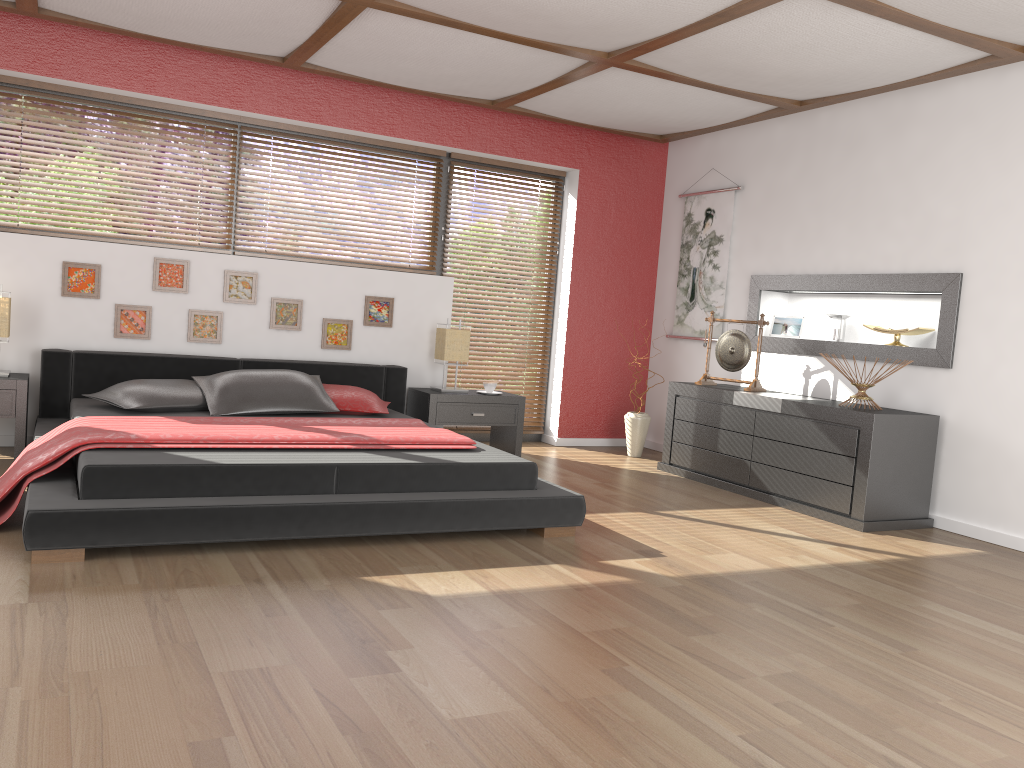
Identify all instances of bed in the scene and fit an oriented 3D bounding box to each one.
[{"bbox_3d":[-1.301,0.231,4.411,2.469,0.577,2.413,2,5,-28],"label":"bed"}]

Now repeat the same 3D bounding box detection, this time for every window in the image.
[{"bbox_3d":[-0.125,-0.665,6.731,0.889,1.893,0.020,2,5,-28],"label":"window"},{"bbox_3d":[-1.808,-1.275,5.789,2.817,0.786,0.020,2,5,-28],"label":"window"}]

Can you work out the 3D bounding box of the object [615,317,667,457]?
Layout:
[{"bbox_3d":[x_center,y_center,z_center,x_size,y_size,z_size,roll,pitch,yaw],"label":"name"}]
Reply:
[{"bbox_3d":[0.897,0.020,6.523,0.364,1.035,0.422,8,5,37],"label":"object"}]

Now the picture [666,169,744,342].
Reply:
[{"bbox_3d":[1.419,-0.956,6.565,0.028,1.270,0.701,2,5,-28],"label":"picture"}]

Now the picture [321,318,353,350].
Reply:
[{"bbox_3d":[-1.151,-0.327,5.836,0.200,0.200,0.010,2,5,-28],"label":"picture"}]

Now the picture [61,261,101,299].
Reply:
[{"bbox_3d":[-2.483,-0.598,5.115,0.200,0.200,0.010,2,5,-28],"label":"picture"}]

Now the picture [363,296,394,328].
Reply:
[{"bbox_3d":[-0.893,-0.485,5.952,0.200,0.200,0.010,2,5,-28],"label":"picture"}]

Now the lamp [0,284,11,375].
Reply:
[{"bbox_3d":[-2.797,-0.298,4.754,0.200,0.480,0.200,2,5,-28],"label":"lamp"}]

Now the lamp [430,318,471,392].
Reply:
[{"bbox_3d":[-0.408,-0.201,6.003,0.200,0.480,0.200,2,5,-28],"label":"lamp"}]

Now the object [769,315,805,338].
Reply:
[{"bbox_3d":[1.850,-0.387,5.969,0.226,0.146,0.041,8,6,42],"label":"object"}]

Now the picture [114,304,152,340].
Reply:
[{"bbox_3d":[-2.249,-0.368,5.262,0.200,0.200,0.010,2,5,-28],"label":"picture"}]

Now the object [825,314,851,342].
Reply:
[{"bbox_3d":[2.065,-0.353,5.627,0.159,0.171,0.159,6,4,21],"label":"object"}]

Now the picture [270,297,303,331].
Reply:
[{"bbox_3d":[-1.442,-0.446,5.672,0.200,0.200,0.010,2,5,-28],"label":"picture"}]

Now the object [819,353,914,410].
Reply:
[{"bbox_3d":[1.926,-0.010,4.866,0.481,0.282,0.481,7,5,28],"label":"object"}]

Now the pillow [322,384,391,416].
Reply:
[{"bbox_3d":[-1.097,0.092,5.315,0.745,0.172,0.418,4,4,-9],"label":"pillow"}]

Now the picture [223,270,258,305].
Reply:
[{"bbox_3d":[-1.691,-0.602,5.525,0.200,0.200,0.010,2,5,-28],"label":"picture"}]

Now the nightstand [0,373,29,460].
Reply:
[{"bbox_3d":[-2.956,0.159,4.677,0.700,0.423,0.413,2,5,-28],"label":"nightstand"}]

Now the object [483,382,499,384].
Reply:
[{"bbox_3d":[-0.145,-0.008,6.035,0.007,0.007,0.192,7,5,32],"label":"object"}]

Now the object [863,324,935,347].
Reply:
[{"bbox_3d":[2.263,-0.279,5.208,0.181,0.116,0.350,1,5,-38],"label":"object"}]

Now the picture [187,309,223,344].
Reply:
[{"bbox_3d":[-1.885,-0.352,5.453,0.200,0.200,0.010,2,5,-28],"label":"picture"}]

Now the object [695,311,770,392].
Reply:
[{"bbox_3d":[1.443,-0.221,5.779,0.173,0.498,0.490,1,6,-43],"label":"object"}]

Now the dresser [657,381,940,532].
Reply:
[{"bbox_3d":[1.650,0.376,5.388,0.540,0.608,1.740,2,5,-28],"label":"dresser"}]

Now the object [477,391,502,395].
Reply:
[{"bbox_3d":[-0.154,0.061,6.056,0.179,0.012,0.179,4,4,-3],"label":"object"}]

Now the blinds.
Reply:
[{"bbox_3d":[-1.825,-0.693,5.769,4.840,1.952,0.032,2,5,-28],"label":"blinds"}]

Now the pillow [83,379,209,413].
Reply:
[{"bbox_3d":[-1.880,0.064,4.845,0.418,0.172,0.745,8,5,37],"label":"pillow"}]

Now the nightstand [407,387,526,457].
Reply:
[{"bbox_3d":[-0.320,0.266,6.056,0.700,0.423,0.413,2,5,-28],"label":"nightstand"}]

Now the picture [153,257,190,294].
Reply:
[{"bbox_3d":[-2.049,-0.652,5.334,0.200,0.200,0.010,2,5,-28],"label":"picture"}]

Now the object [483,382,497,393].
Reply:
[{"bbox_3d":[-0.152,0.028,6.054,0.099,0.069,0.099,4,4,-3],"label":"object"}]

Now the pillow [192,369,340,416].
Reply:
[{"bbox_3d":[-1.382,0.040,5.003,0.744,0.241,0.386,2,5,-32],"label":"pillow"}]
